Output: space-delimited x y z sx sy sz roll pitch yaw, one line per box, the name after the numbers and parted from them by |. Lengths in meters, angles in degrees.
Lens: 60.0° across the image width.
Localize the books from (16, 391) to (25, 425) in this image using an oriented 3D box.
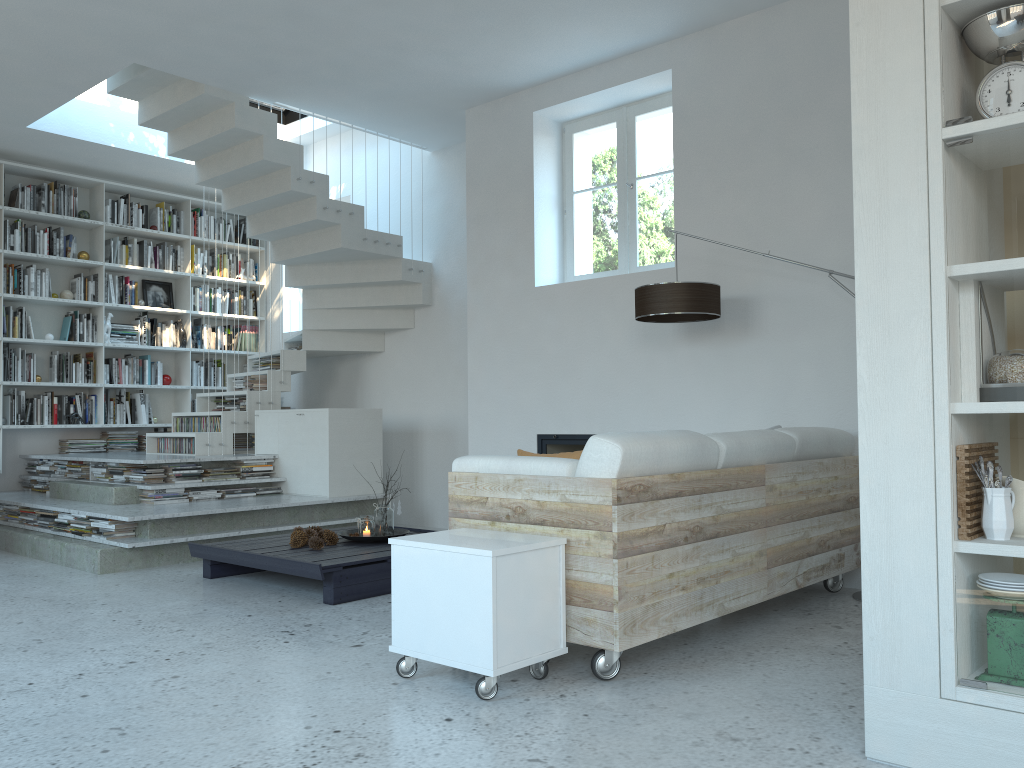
-4.253 0.208 7.649 0.188 0.294 0.030 -2 -2 42 | books

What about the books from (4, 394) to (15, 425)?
-4.302 0.223 7.592 0.186 0.262 0.023 -2 -2 42 | books

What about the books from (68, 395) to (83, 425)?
-3.947 0.234 8.010 0.186 0.266 0.070 -2 -2 42 | books

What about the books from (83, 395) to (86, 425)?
-3.916 0.237 8.060 0.150 0.264 0.021 -2 -2 42 | books

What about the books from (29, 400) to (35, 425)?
-4.201 0.250 7.730 0.175 0.217 0.011 -2 -2 42 | books

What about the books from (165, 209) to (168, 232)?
-3.419 -1.571 8.677 0.164 0.248 0.031 -2 -2 42 | books

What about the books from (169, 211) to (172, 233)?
-3.387 -1.563 8.704 0.186 0.235 0.018 -2 -2 42 | books

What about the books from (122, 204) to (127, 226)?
-3.686 -1.572 8.384 0.148 0.231 0.030 -2 -2 42 | books

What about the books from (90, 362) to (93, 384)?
-3.875 -0.098 8.108 0.158 0.204 0.013 -2 -2 42 | books

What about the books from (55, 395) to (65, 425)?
-4.034 0.233 7.914 0.173 0.262 0.026 -2 -2 42 | books

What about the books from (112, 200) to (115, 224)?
-3.763 -1.580 8.282 0.184 0.241 0.026 -2 -2 42 | books

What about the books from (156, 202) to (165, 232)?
-3.437 -1.607 8.660 0.165 0.320 0.007 -2 -2 42 | books

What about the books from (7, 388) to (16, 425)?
-4.292 0.196 7.606 0.187 0.316 0.010 -2 -2 42 | books

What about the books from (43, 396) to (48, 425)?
-4.131 0.234 7.798 0.181 0.252 0.025 -2 -2 42 | books

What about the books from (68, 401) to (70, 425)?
-4.007 0.260 7.956 0.135 0.211 0.022 -2 -2 42 | books

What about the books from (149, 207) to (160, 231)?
-3.472 -1.577 8.608 0.169 0.256 0.019 -2 -2 42 | books

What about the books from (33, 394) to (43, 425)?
-4.161 0.226 7.782 0.171 0.268 0.014 -2 -2 42 | books

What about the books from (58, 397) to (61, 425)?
-4.062 0.243 7.907 0.131 0.242 0.021 -2 -2 42 | books

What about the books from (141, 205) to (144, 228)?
-3.578 -1.578 8.524 0.161 0.254 0.012 -2 -2 42 | books

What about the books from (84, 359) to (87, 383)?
-3.914 -0.113 8.078 0.155 0.231 0.021 -2 -2 42 | books

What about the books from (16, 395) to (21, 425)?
-4.272 0.227 7.629 0.178 0.256 0.023 -2 -2 42 | books

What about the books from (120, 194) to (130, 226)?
-3.663 -1.622 8.395 0.180 0.332 0.014 -2 -2 42 | books

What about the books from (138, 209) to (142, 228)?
-3.592 -1.554 8.472 0.190 0.202 0.024 -2 -2 42 | books

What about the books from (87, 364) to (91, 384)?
-3.882 -0.087 8.073 0.189 0.180 0.016 -2 -2 42 | books

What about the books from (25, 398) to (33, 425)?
-4.226 0.242 7.701 0.162 0.231 0.065 -2 -2 42 | books

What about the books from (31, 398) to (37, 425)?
-4.196 0.242 7.752 0.142 0.234 0.029 -2 -2 42 | books

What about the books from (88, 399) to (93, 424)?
-3.871 0.256 8.084 0.175 0.228 0.025 -2 -2 42 | books

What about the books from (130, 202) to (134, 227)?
-3.637 -1.586 8.429 0.168 0.262 0.014 -2 -2 42 | books

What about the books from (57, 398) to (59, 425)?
-4.072 0.245 7.885 0.156 0.237 0.025 -2 -2 42 | books

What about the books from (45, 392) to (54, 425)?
-4.092 0.215 7.838 0.175 0.293 0.012 -2 -2 42 | books

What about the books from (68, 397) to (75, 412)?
-3.977 0.242 7.984 0.164 0.249 0.012 -2 -2 42 | books

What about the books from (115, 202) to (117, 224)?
-3.752 -1.574 8.306 0.168 0.231 0.024 -2 -2 42 | books

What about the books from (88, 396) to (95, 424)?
-3.859 0.242 8.108 0.156 0.258 0.026 -2 -2 42 | books

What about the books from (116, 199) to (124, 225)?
-3.711 -1.596 8.354 0.150 0.278 0.048 -2 -2 42 | books

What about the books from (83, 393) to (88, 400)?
-3.907 0.229 8.091 0.143 0.282 0.012 -2 -2 42 | books

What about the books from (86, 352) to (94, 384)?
-3.863 -0.144 8.112 0.162 0.295 0.007 -2 -2 42 | books

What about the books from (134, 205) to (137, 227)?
-3.625 -1.572 8.443 0.172 0.236 0.022 -2 -2 42 | books

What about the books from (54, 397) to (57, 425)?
-4.080 0.241 7.855 0.184 0.244 0.031 -2 -2 42 | books

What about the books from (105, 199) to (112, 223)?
-3.784 -1.585 8.266 0.178 0.250 0.025 -2 -2 42 | books

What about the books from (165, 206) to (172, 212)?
-3.390 -1.594 8.732 0.131 0.299 0.020 -2 -2 42 | books

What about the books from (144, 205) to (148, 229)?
-3.554 -1.580 8.531 0.165 0.257 0.030 -2 -2 42 | books

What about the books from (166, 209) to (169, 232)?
-3.415 -1.574 8.705 0.146 0.257 0.017 -2 -2 42 | books

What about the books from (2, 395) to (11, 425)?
-4.329 0.227 7.592 0.161 0.254 0.012 -2 -2 42 | books

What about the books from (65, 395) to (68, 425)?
-4.022 0.234 7.937 0.169 0.263 0.026 -2 -2 42 | books

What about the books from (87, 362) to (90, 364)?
-3.892 -0.098 8.104 0.141 0.205 0.016 -2 -2 42 | books

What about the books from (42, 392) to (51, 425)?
-4.117 0.220 7.843 0.159 0.285 0.012 -2 -2 42 | books

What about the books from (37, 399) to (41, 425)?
-4.175 0.246 7.769 0.159 0.228 0.024 -2 -2 42 | books

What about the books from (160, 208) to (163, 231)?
-3.456 -1.574 8.639 0.189 0.251 0.016 -2 -2 42 | books

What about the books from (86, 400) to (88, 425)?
-3.896 0.259 8.064 0.168 0.220 0.013 -2 -2 42 | books

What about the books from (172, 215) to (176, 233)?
-3.363 -1.549 8.739 0.169 0.210 0.029 -2 -2 42 | books

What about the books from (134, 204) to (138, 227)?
-3.617 -1.580 8.465 0.151 0.254 0.021 -2 -2 42 | books

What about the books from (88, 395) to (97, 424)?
-3.843 0.235 8.127 0.171 0.272 0.025 -2 -2 42 | books

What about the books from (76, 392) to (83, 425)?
-3.927 0.222 8.048 0.134 0.293 0.013 -2 -2 42 | books

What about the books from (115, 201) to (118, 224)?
-3.748 -1.582 8.337 0.140 0.249 0.027 -2 -2 42 | books

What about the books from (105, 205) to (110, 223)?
-3.791 -1.552 8.240 0.190 0.182 0.022 -2 -2 42 | books

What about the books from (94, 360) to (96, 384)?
-3.858 -0.106 8.151 0.146 0.223 0.009 -2 -2 42 | books

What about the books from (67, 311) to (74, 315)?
-3.993 -0.510 8.020 0.135 0.290 0.016 -2 -2 42 | books

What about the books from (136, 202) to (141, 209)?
-3.600 -1.591 8.504 0.153 0.279 0.012 -2 -2 42 | books

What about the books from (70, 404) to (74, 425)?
-3.987 0.276 7.968 0.169 0.181 0.025 -2 -2 42 | books
